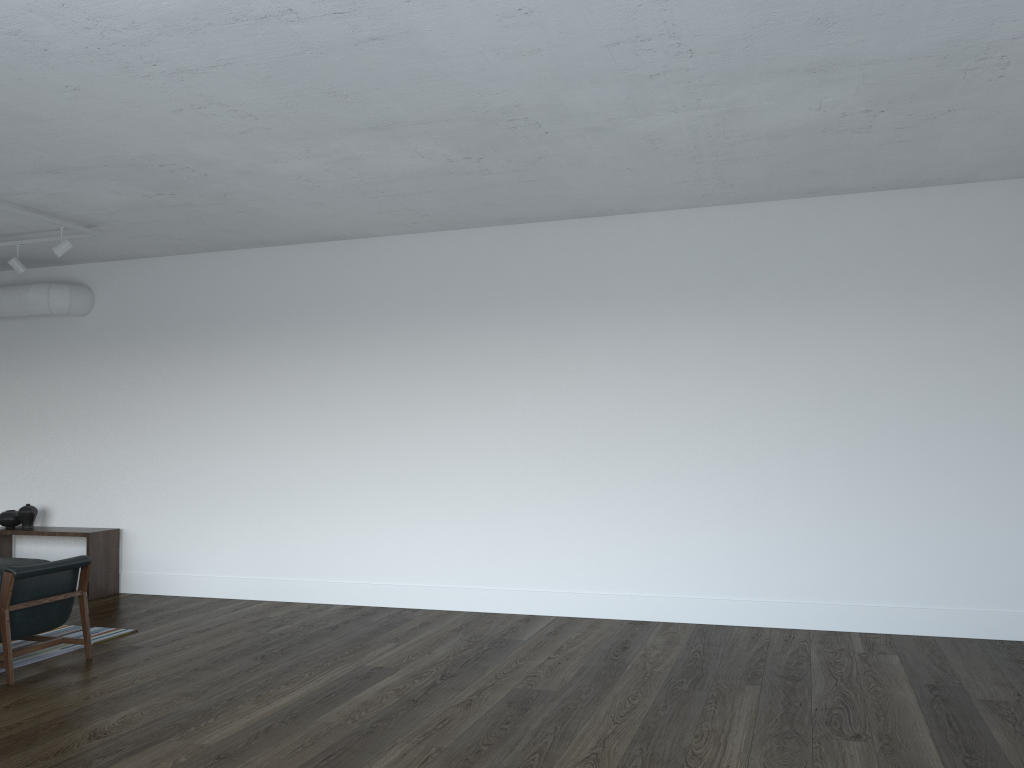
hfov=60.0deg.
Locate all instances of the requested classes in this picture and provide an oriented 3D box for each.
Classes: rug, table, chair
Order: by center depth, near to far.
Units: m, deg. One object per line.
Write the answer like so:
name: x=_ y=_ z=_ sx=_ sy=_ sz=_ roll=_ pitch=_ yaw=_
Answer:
chair: x=-3.397 y=1.502 z=5.850 sx=0.983 sy=0.698 sz=0.678 roll=-2 pitch=-3 yaw=18
rug: x=-5.081 y=1.883 z=6.096 sx=3.760 sy=0.012 sz=2.735 roll=-2 pitch=-3 yaw=18
table: x=-4.457 y=1.703 z=8.511 sx=1.362 sy=0.617 sz=0.375 roll=-2 pitch=-3 yaw=18

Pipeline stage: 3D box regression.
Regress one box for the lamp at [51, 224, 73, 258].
lamp: x=-3.509 y=-1.125 z=6.915 sx=0.154 sy=0.285 sz=0.088 roll=1 pitch=-4 yaw=-26

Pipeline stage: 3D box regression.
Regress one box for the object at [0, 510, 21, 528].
object: x=-4.937 y=1.329 z=8.734 sx=0.245 sy=0.168 sz=0.245 roll=-1 pitch=-3 yaw=10

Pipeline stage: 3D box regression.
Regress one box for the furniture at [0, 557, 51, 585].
furniture: x=-4.374 y=1.714 z=7.450 sx=0.827 sy=0.476 sz=0.583 roll=-2 pitch=-3 yaw=18

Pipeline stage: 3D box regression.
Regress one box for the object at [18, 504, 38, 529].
object: x=-4.722 y=1.287 z=8.651 sx=0.171 sy=0.236 sz=0.171 roll=-2 pitch=-3 yaw=23

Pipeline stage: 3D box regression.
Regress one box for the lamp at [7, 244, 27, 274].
lamp: x=-4.217 y=-1.079 z=7.567 sx=0.100 sy=0.285 sz=0.154 roll=-4 pitch=-4 yaw=41
